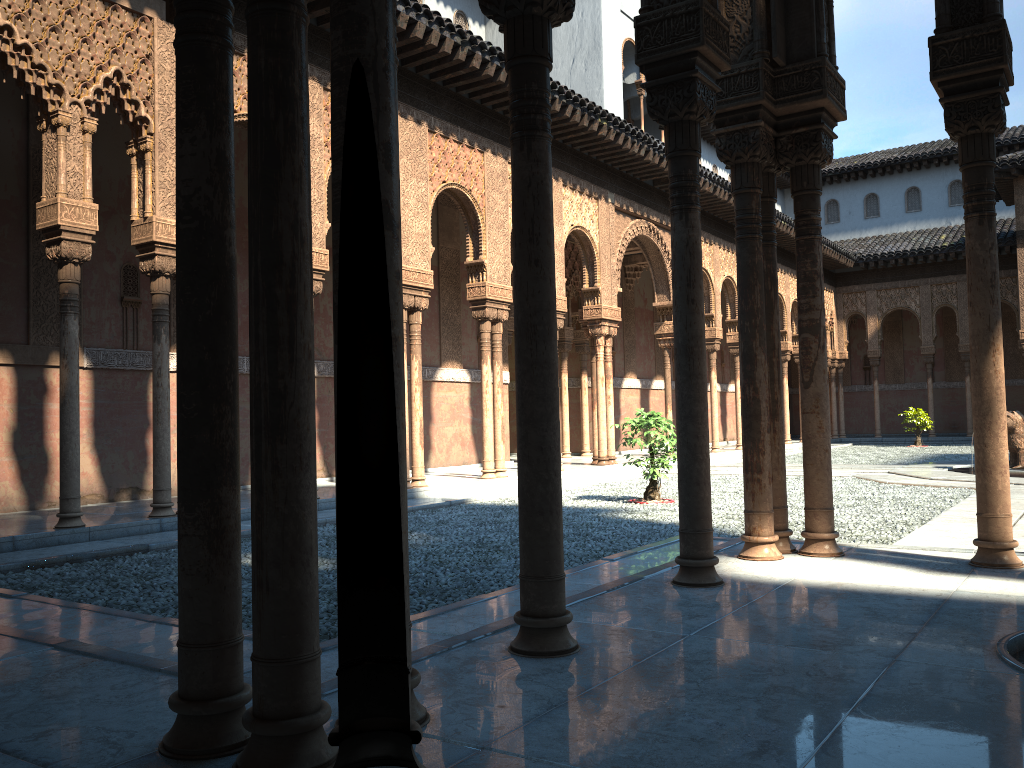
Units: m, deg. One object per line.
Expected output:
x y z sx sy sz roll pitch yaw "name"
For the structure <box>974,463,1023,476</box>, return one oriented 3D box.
10.315 0.594 14.881 4.508 1.991 4.508 -3 -3 34 "structure"
